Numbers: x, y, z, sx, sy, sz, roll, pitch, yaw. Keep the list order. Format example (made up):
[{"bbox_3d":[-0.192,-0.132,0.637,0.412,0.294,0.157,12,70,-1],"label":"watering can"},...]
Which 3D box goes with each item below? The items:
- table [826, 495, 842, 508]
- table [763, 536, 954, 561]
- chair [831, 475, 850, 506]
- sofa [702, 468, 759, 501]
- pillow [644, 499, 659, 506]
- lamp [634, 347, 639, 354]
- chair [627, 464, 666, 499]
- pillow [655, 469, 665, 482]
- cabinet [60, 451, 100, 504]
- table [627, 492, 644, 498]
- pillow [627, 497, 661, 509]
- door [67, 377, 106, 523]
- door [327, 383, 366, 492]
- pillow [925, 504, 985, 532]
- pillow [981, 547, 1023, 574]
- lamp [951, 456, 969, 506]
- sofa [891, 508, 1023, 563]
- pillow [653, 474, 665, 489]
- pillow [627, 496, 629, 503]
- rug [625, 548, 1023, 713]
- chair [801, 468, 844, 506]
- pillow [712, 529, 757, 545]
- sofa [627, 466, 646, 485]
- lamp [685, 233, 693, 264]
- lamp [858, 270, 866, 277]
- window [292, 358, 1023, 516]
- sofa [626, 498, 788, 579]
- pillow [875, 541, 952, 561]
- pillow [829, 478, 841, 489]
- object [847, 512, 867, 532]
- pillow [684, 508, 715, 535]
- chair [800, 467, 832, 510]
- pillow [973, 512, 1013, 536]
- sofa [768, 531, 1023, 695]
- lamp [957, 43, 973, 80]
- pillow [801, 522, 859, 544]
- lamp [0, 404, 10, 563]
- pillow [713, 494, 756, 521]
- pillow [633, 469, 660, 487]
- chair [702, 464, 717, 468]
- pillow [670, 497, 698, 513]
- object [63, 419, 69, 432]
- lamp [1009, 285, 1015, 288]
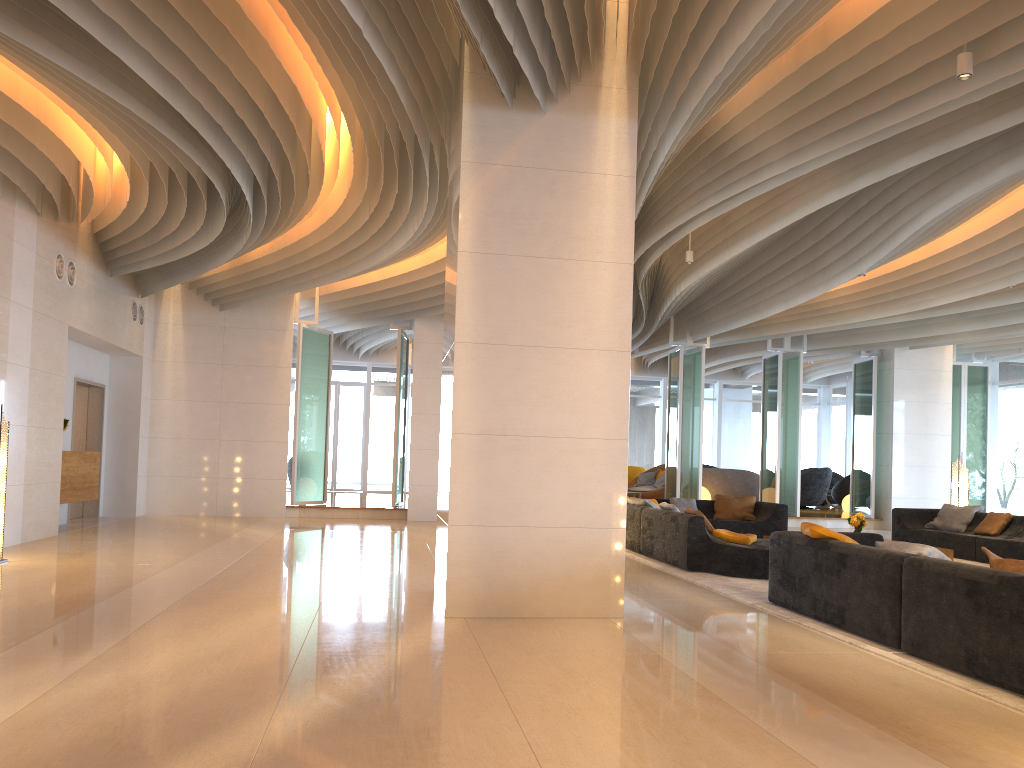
[{"bbox_3d":[8.476,2.996,22.601,1.082,0.317,0.819,2,-5,-3],"label":"table"},{"bbox_3d":[4.143,2.037,10.789,1.610,0.219,1.596,3,-5,-9],"label":"table"},{"bbox_3d":[8.556,2.567,21.614,1.524,1.003,1.134,2,-4,-7],"label":"chair"},{"bbox_3d":[4.702,2.365,20.144,2.519,0.899,1.132,-2,-6,41],"label":"sofa"},{"bbox_3d":[1.794,1.662,11.589,0.331,0.334,0.415,5,-5,-43],"label":"pillow"},{"bbox_3d":[2.699,-1.406,19.075,0.089,1.503,0.089,2,-2,0],"label":"lamp"},{"bbox_3d":[3.216,2.253,19.999,1.151,1.003,1.503,3,-4,-21],"label":"chair"},{"bbox_3d":[3.449,2.131,20.114,0.378,0.421,0.597,4,-4,-30],"label":"pillow"},{"bbox_3d":[-5.959,1.207,11.651,0.562,0.660,1.506,2,-5,-8],"label":"cabinet"},{"bbox_3d":[2.393,2.509,19.306,0.831,0.317,1.066,4,-5,-27],"label":"table"},{"bbox_3d":[1.798,1.638,11.249,0.551,0.376,0.648,3,-4,-13],"label":"pillow"},{"bbox_3d":[-6.539,1.000,13.399,0.248,2.096,1.400,2,-3,-8],"label":"door"},{"bbox_3d":[-4.526,1.360,22.756,1.468,2.765,0.060,2,-2,-10],"label":"door"},{"bbox_3d":[6.207,1.877,12.468,0.556,0.377,0.630,4,-5,-31],"label":"pillow"},{"bbox_3d":[2.790,1.094,4.690,0.446,0.409,0.600,2,-4,-7],"label":"pillow"},{"bbox_3d":[6.799,1.755,13.467,0.252,1.447,0.249,2,-2,-9],"label":"lamp"},{"bbox_3d":[6.251,1.954,11.167,0.947,0.581,3.766,2,-5,-8],"label":"sofa"},{"bbox_3d":[3.388,2.138,19.693,0.466,0.408,0.503,2,-4,-7],"label":"pillow"},{"bbox_3d":[1.623,1.796,13.130,0.416,0.315,0.336,5,-5,-37],"label":"pillow"},{"bbox_3d":[4.831,1.746,6.029,5.544,0.022,16.173,3,-5,-8],"label":"rug"},{"bbox_3d":[8.276,2.738,23.627,1.515,1.003,1.142,2,-4,3],"label":"chair"},{"bbox_3d":[2.314,1.581,9.199,0.405,0.135,0.423,0,-5,25],"label":"pillow"},{"bbox_3d":[2.025,2.373,21.181,2.592,0.899,1.100,4,-4,-20],"label":"sofa"},{"bbox_3d":[2.129,-2.186,10.548,0.087,1.503,0.091,1,-2,36],"label":"lamp"},{"bbox_3d":[4.332,-2.082,10.937,0.087,1.503,0.091,1,-2,36],"label":"lamp"},{"bbox_3d":[8.790,0.279,8.829,22.589,3.212,53.550,7,-7,-43],"label":"window"},{"bbox_3d":[2.882,1.810,11.147,2.841,0.652,5.074,3,-5,-8],"label":"sofa"},{"bbox_3d":[2.641,1.219,5.712,0.422,0.376,0.585,2,-4,-7],"label":"pillow"},{"bbox_3d":[8.637,2.659,23.663,0.498,0.408,0.470,1,-4,18],"label":"pillow"},{"bbox_3d":[4.270,1.758,10.969,0.233,0.376,0.270,1,-3,23],"label":"object"},{"bbox_3d":[2.039,1.493,9.468,0.330,0.310,0.423,2,-4,-7],"label":"pillow"},{"bbox_3d":[6.912,2.455,20.948,1.546,1.003,1.118,5,-5,-36],"label":"chair"},{"bbox_3d":[6.311,1.834,11.635,0.324,0.311,0.406,3,-4,-11],"label":"pillow"},{"bbox_3d":[2.754,1.321,5.333,0.947,0.581,3.766,2,-5,-8],"label":"sofa"},{"bbox_3d":[2.788,-2.622,5.438,0.090,1.503,0.088,3,-2,-18],"label":"lamp"},{"bbox_3d":[2.442,1.231,6.586,0.543,0.377,0.645,1,-4,13],"label":"pillow"},{"bbox_3d":[-4.770,0.911,8.130,0.252,1.447,0.249,2,-2,-9],"label":"lamp"},{"bbox_3d":[3.384,1.876,13.466,0.634,0.377,0.553,1,-4,13],"label":"pillow"},{"bbox_3d":[3.096,2.155,20.303,0.610,0.453,0.481,-2,-5,42],"label":"pillow"},{"bbox_3d":[5.110,2.505,22.144,1.541,1.003,1.122,4,-4,-26],"label":"chair"},{"bbox_3d":[2.588,1.865,13.308,0.409,0.311,0.321,2,-4,-7],"label":"pillow"},{"bbox_3d":[-5.802,0.602,11.319,0.269,0.495,0.233,3,-3,-22],"label":"object"},{"bbox_3d":[6.370,-1.985,11.299,0.087,1.503,0.091,1,-2,36],"label":"lamp"}]
